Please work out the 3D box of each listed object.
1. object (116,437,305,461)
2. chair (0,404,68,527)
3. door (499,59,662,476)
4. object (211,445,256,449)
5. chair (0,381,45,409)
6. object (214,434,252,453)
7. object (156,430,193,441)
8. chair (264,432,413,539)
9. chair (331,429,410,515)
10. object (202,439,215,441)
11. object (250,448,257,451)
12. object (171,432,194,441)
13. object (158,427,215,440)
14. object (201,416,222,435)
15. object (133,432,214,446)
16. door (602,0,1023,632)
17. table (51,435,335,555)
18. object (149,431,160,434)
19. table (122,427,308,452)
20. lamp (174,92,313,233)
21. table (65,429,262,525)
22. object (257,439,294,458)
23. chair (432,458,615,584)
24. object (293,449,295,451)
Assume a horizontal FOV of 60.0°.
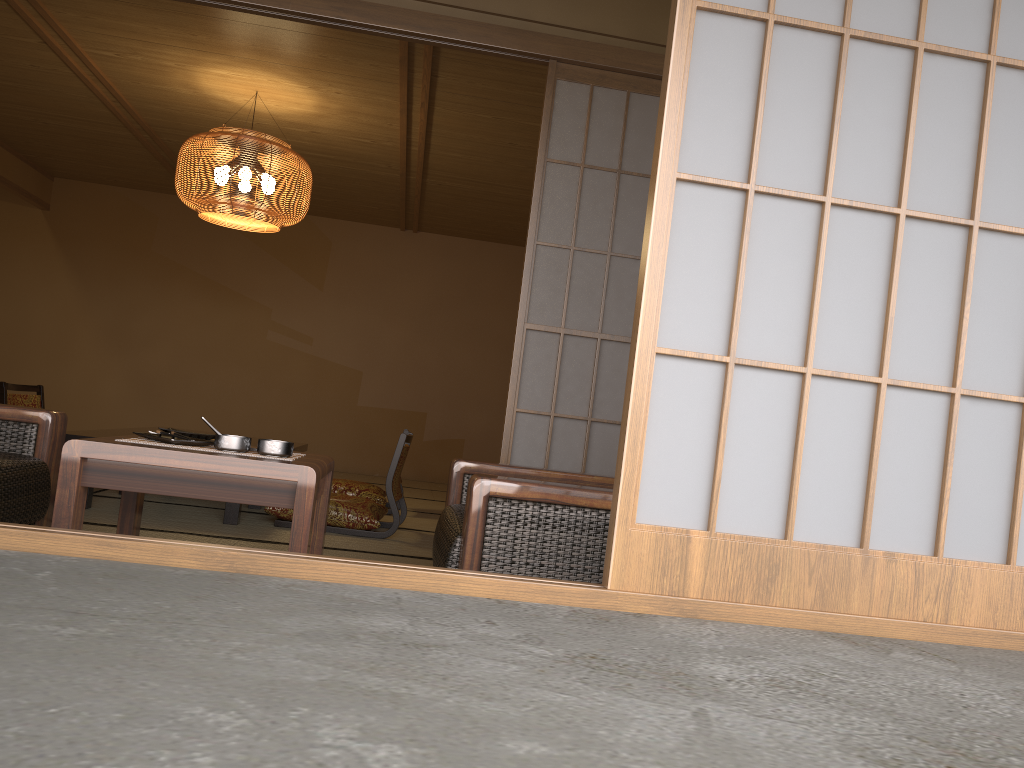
[{"bbox_3d":[-0.731,0.159,2.204,0.401,0.003,0.300,7,-3,-7],"label":"object"},{"bbox_3d":[-1.692,0.152,2.122,0.944,0.779,0.873,7,-2,-7],"label":"chair"},{"bbox_3d":[0.500,-0.114,3.153,0.992,1.933,0.040,7,-2,-7],"label":"door"},{"bbox_3d":[-0.684,0.165,2.280,0.230,0.007,0.006,8,-2,-18],"label":"object"},{"bbox_3d":[-2.742,0.303,5.440,0.687,0.546,0.583,7,-2,-3],"label":"chair"},{"bbox_3d":[-0.670,0.143,2.127,0.084,0.037,0.084,8,-3,-15],"label":"object"},{"bbox_3d":[-0.826,0.126,2.168,0.006,0.007,0.230,9,-3,-41],"label":"object"},{"bbox_3d":[-0.895,0.496,4.748,0.687,0.546,0.583,7,-2,-3],"label":"chair"},{"bbox_3d":[-1.036,0.533,5.826,0.699,0.546,0.583,7,-2,-8],"label":"chair"},{"bbox_3d":[-1.795,0.323,5.207,0.401,0.003,0.398,7,-3,-7],"label":"object"},{"bbox_3d":[-0.650,0.157,2.244,0.130,0.026,0.038,8,-3,-22],"label":"object"},{"bbox_3d":[-0.813,0.129,2.188,0.006,0.007,0.230,8,-3,-33],"label":"object"},{"bbox_3d":[-1.847,0.291,5.117,0.349,0.039,0.129,7,-3,6],"label":"object"},{"bbox_3d":[-0.686,0.117,2.111,0.117,0.068,0.038,9,-3,-42],"label":"object"},{"bbox_3d":[-0.825,0.137,2.173,0.181,0.015,0.131,5,-4,38],"label":"object"},{"bbox_3d":[0.752,-0.539,1.513,0.992,1.872,0.040,7,-2,-7],"label":"door"},{"bbox_3d":[-0.761,0.407,2.196,0.540,0.500,0.540,7,-2,-7],"label":"table"},{"bbox_3d":[-0.901,0.131,2.263,0.050,0.018,0.015,8,-2,-20],"label":"object"},{"bbox_3d":[-1.888,0.517,5.695,0.995,0.356,0.995,7,-3,-7],"label":"table"},{"bbox_3d":[-1.613,-1.392,5.428,0.798,0.825,0.799,6,-2,17],"label":"lamp"},{"bbox_3d":[-1.763,0.483,4.709,0.995,0.356,0.995,7,-3,-7],"label":"table"},{"bbox_3d":[-0.572,0.156,2.142,0.084,0.037,0.084,6,-3,21],"label":"object"},{"bbox_3d":[0.274,0.407,2.363,0.944,0.779,0.873,7,-2,-7],"label":"chair"},{"bbox_3d":[-0.572,0.170,2.237,0.050,0.018,0.015,5,-3,35],"label":"object"}]
